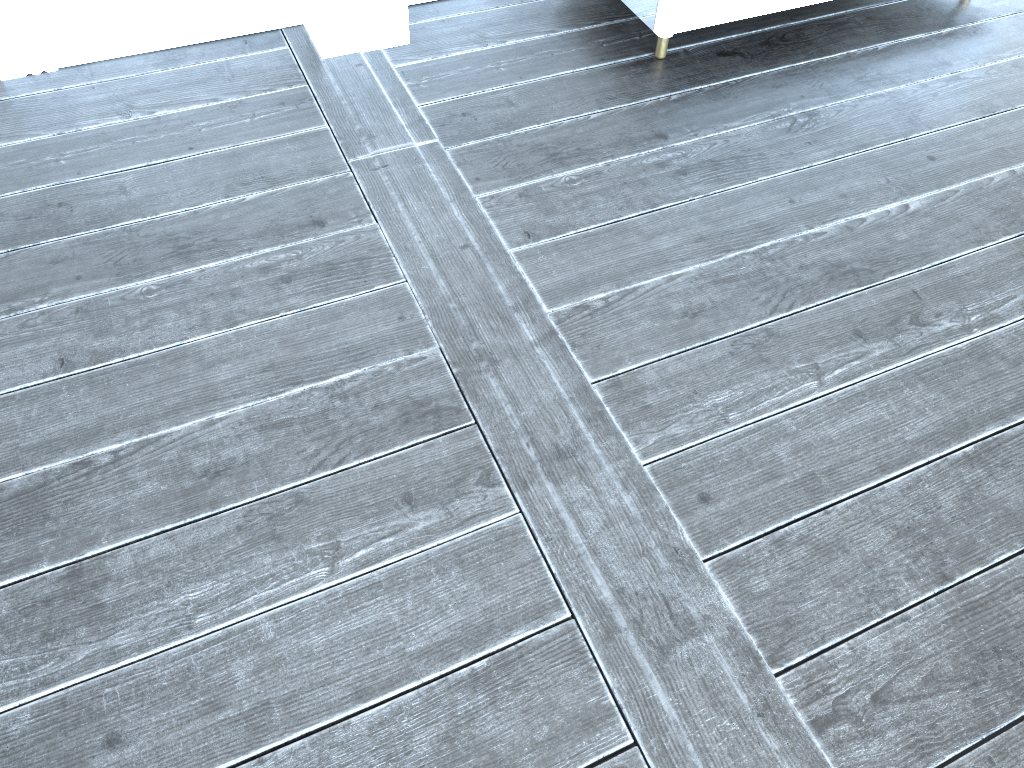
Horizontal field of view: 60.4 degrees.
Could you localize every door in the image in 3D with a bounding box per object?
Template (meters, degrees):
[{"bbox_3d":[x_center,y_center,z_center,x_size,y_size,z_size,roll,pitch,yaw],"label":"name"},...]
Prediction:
[{"bbox_3d":[-1.510,-1.371,1.048,1.052,2.331,0.122,-18,53,-18],"label":"door"}]

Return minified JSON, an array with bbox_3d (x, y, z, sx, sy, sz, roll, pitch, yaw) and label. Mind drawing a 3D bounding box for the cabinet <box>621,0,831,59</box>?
[{"bbox_3d":[0.796,-1.328,2.213,1.213,0.693,0.619,-18,53,-18],"label":"cabinet"}]
